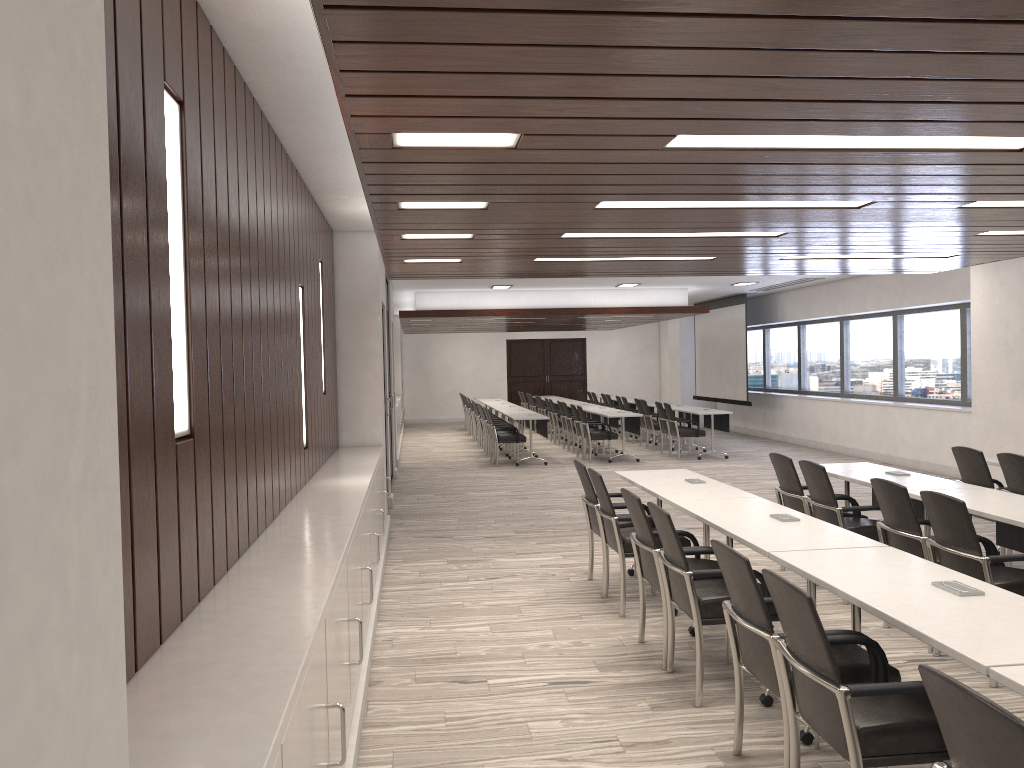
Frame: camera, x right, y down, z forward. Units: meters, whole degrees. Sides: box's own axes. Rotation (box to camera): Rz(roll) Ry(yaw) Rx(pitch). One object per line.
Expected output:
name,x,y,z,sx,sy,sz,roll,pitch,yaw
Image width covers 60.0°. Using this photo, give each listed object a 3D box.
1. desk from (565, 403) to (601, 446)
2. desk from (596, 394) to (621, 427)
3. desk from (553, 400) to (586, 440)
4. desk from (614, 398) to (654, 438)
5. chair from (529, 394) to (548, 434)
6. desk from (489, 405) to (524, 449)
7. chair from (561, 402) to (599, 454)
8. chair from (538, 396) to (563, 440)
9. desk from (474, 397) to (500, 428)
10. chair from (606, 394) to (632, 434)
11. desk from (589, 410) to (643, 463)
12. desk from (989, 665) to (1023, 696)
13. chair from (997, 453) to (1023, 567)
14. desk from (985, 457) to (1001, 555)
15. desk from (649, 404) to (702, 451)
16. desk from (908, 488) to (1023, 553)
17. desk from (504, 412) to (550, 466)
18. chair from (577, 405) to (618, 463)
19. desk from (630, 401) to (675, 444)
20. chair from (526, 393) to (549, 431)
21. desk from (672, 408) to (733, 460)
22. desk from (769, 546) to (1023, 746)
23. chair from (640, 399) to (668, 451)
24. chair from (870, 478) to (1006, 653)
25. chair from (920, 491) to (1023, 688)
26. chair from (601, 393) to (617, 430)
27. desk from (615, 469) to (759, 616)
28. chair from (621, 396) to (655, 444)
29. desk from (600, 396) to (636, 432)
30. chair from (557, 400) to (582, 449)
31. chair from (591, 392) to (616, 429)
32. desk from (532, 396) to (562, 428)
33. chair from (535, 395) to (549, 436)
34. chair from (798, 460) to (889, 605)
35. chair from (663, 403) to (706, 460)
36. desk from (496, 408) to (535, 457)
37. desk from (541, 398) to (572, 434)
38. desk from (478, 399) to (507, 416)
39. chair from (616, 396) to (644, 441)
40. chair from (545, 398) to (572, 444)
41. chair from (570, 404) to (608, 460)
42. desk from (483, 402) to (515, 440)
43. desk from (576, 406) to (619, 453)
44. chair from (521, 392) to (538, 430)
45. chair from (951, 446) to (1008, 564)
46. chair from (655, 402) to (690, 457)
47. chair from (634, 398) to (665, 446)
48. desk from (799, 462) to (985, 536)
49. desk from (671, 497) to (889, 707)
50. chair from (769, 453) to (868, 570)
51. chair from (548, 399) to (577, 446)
desk,1.406,0.807,17.995,0.577,0.795,1.509,-1,1,-6
desk,2.384,0.675,22.703,0.577,0.795,1.509,-1,1,-6
desk,1.236,0.775,19.508,0.577,0.795,1.509,-1,1,-6
desk,2.724,0.738,19.674,0.577,0.795,1.509,-1,1,-6
chair,0.721,0.687,20.727,0.638,0.939,0.513,-1,1,-6
desk,-0.104,0.845,17.827,0.577,0.795,1.509,-1,1,-6
chair,1.237,0.781,16.187,0.638,0.939,0.513,-1,1,-7
chair,0.885,0.718,19.212,0.638,0.939,0.513,-1,1,-6
desk,-0.612,0.751,22.368,0.577,0.795,1.509,-1,1,-6
chair,2.384,0.681,19.370,0.638,0.939,0.513,-1,1,-6
desk,1.744,0.869,14.978,0.577,0.795,1.509,-1,1,-6
desk,1.698,1.177,1.744,0.577,0.795,1.509,-1,1,-6
chair,3.851,0.951,6.317,0.638,0.939,0.513,-1,1,-6
desk,4.186,1.008,6.620,0.577,0.795,1.509,-1,1,-6
desk,3.062,0.801,16.657,0.577,0.795,1.509,-1,1,-6
desk,2.868,1.077,4.941,0.577,0.795,1.509,-1,1,-6
desk,0.234,0.907,14.810,0.577,0.795,1.509,-1,1,-6
chair,1.404,0.812,14.673,0.638,0.939,0.513,-1,1,-7
desk,2.893,0.769,18.161,0.577,0.795,1.509,-1,1,-6
chair,0.671,0.676,21.243,0.638,0.939,0.513,-1,1,-6
desk,3.231,0.832,15.144,0.577,0.795,1.509,-1,1,-6
desk,1.529,1.146,3.257,0.577,0.795,1.509,-1,1,-6
chair,2.709,0.744,16.356,0.638,0.939,0.513,-1,1,-6
chair,2.461,1.009,5.152,0.638,0.939,0.513,-1,1,-6
chair,2.517,1.020,4.632,0.638,0.939,0.513,-1,1,-7
chair,2.332,0.670,19.893,0.638,0.939,0.513,-1,1,-7
desk,1.189,1.083,6.286,0.577,0.795,1.509,-1,1,-6
chair,2.542,0.712,17.860,0.638,0.939,0.513,-1,1,-6
desk,2.554,0.707,21.190,0.577,0.795,1.509,-1,1,-6
chair,1.180,0.770,16.703,0.638,0.939,0.513,-1,1,-7
chair,2.203,0.650,20.884,0.638,0.939,0.513,-1,1,-7
desk,0.897,0.713,22.537,0.577,0.795,1.509,-1,1,-6
chair,0.837,0.707,19.734,0.638,0.939,0.513,-1,1,-6
chair,2.355,0.988,6.149,0.638,0.939,0.513,-1,1,-7
chair,2.879,0.775,14.841,0.638,0.939,0.513,-1,1,-6
desk,0.065,0.876,16.323,0.577,0.795,1.509,-1,1,-6
desk,1.066,0.744,21.024,0.577,0.795,1.509,-1,1,-6
desk,-0.443,0.782,20.855,0.577,0.795,1.509,-1,1,-6
chair,2.485,0.702,18.381,0.638,0.939,0.513,-1,1,-6
chair,0.998,0.739,18.211,0.638,0.939,0.513,-1,1,-6
chair,1.333,0.801,15.201,0.638,0.939,0.513,-1,1,-7
desk,-0.273,0.813,19.340,0.577,0.795,1.509,-1,1,-6
desk,1.574,0.838,16.491,0.577,0.795,1.509,-1,1,-6
chair,0.563,0.655,22.238,0.638,0.939,0.513,-1,1,-6
chair,3.778,0.941,6.833,0.638,0.939,0.513,-1,1,-6
chair,2.821,0.764,15.361,0.638,0.939,0.513,-1,1,-7
chair,2.668,0.732,16.877,0.638,0.939,0.513,-1,1,-7
desk,2.699,1.045,6.454,0.577,0.795,1.509,-1,1,-6
desk,1.359,1.115,4.773,0.577,0.795,1.509,-1,1,-6
chair,2.299,0.977,6.673,0.638,0.939,0.513,-1,1,-7
chair,1.059,0.749,17.697,0.638,0.939,0.513,-1,1,-6
